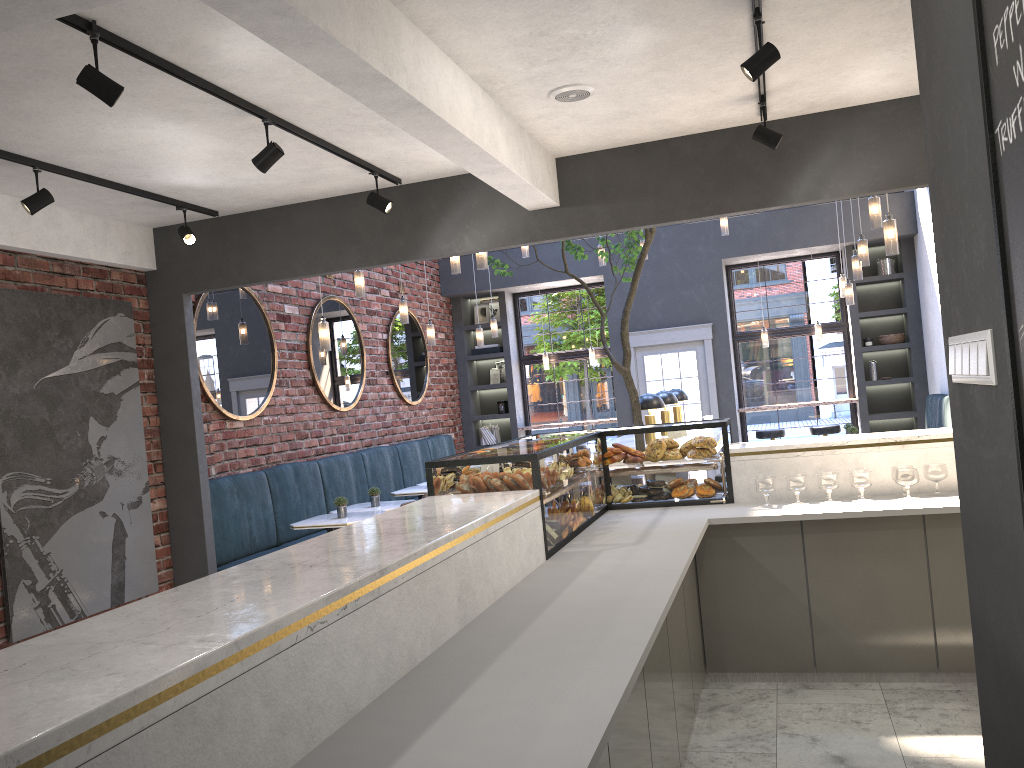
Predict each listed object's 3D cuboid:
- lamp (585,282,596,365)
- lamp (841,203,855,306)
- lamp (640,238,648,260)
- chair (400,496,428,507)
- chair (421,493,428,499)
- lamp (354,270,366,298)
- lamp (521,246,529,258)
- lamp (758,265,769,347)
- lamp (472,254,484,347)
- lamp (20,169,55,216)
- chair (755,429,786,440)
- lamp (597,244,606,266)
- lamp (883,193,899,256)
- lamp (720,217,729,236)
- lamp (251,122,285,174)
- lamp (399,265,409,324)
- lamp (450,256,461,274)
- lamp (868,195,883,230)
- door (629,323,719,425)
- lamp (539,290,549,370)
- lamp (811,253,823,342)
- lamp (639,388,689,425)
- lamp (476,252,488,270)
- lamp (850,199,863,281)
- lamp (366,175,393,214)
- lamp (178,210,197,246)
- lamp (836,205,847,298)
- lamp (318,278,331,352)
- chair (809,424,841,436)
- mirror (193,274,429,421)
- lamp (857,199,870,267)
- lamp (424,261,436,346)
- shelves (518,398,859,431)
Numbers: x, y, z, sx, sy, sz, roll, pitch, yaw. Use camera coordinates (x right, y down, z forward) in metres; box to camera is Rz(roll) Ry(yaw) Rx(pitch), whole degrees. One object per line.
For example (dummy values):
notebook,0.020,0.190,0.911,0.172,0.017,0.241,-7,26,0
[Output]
lamp,1.037,-0.970,12.072,0.078,1.429,0.078,-5,0,-21
lamp,3.248,-2.847,9.031,0.078,4.105,0.078,-5,0,2
lamp,1.336,-3.479,10.233,0.078,4.105,0.078,-5,0,2
chair,-0.852,1.301,6.680,0.521,0.851,0.538,-6,0,18
chair,-0.742,1.299,7.251,0.521,0.851,0.538,-6,0,18
lamp,-1.448,-2.763,7.373,0.078,4.105,0.078,-5,0,2
lamp,-0.044,-3.413,9.600,0.078,4.105,0.078,-5,0,2
lamp,3.197,-1.185,11.415,0.078,1.429,0.078,-5,0,-21
lamp,-0.553,-2.468,10.229,0.078,4.105,0.078,-5,0,2
lamp,-2.459,-0.990,4.590,0.157,0.238,0.087,-5,0,-34
chair,3.298,0.986,11.184,0.370,0.821,0.372,-5,0,-21
lamp,0.801,-3.342,9.742,0.078,4.105,0.078,-5,0,2
lamp,2.208,-2.859,5.607,0.078,4.105,0.078,-5,0,2
lamp,2.066,-3.621,9.411,0.078,4.105,0.078,-5,0,2
lamp,-1.159,-1.120,4.199,0.157,0.238,0.087,-6,0,11
lamp,-1.222,-2.622,8.522,0.078,4.105,0.078,-6,0,24
lamp,-0.653,-2.954,7.318,0.078,4.105,0.078,-5,0,-43
lamp,2.384,-3.143,6.277,0.078,4.105,0.078,-5,0,2
door,2.075,0.401,11.244,1.132,2.219,0.152,-6,0,17
lamp,0.411,-0.908,12.262,0.078,1.429,0.078,-5,0,-43
lamp,3.823,-1.248,11.225,0.078,1.429,0.078,-5,0,-43
lamp,-0.359,-1.030,5.044,4.182,3.256,8.836,-5,-1,0
lamp,-0.404,-2.864,6.340,0.078,4.105,0.078,-5,0,-43
lamp,2.913,-2.976,7.968,0.078,4.105,0.078,-5,0,-21
lamp,-0.802,-1.138,5.340,0.157,0.238,0.087,-6,0,11
lamp,-2.105,-1.007,5.733,0.087,0.235,0.157,-5,0,-32
lamp,3.427,-2.989,9.667,0.078,4.105,0.078,-5,0,2
lamp,-1.602,-2.292,6.715,0.078,4.105,0.078,-5,0,2
chair,3.907,0.925,10.975,0.371,0.821,0.371,-5,0,-21
mirror,-1.784,-0.471,9.086,0.036,1.510,4.772,-6,-1,17
lamp,2.714,-3.014,7.325,0.078,4.105,0.078,-5,0,-21
lamp,-1.018,-2.439,9.137,0.078,4.105,0.078,-6,0,24
shelves,2.230,0.412,11.751,4.404,0.043,0.384,-6,-1,17
